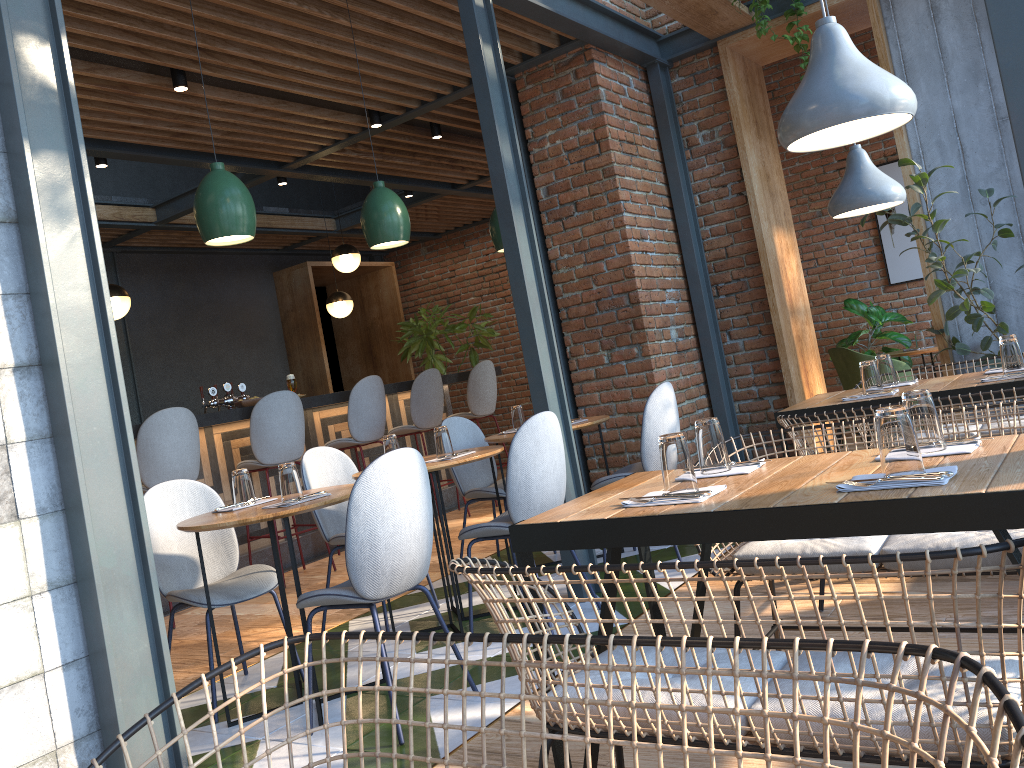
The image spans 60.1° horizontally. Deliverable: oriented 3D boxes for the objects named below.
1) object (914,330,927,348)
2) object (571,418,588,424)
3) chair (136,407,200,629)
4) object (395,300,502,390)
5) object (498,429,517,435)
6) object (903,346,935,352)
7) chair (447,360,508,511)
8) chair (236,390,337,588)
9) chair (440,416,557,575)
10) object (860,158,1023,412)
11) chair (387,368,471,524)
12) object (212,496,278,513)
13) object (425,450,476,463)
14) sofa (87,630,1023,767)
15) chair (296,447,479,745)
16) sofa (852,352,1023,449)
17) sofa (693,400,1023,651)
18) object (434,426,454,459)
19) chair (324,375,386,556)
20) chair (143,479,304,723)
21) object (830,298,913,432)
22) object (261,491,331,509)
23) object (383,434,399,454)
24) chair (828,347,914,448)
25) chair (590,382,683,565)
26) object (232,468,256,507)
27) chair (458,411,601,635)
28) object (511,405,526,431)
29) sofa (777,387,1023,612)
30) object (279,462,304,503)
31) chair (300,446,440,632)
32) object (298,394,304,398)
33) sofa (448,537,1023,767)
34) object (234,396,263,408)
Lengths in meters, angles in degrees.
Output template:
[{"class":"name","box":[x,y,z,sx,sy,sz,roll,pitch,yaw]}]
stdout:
[{"class":"object","box":[3.210,-0.352,6.967,0.080,0.138,0.080,-9,-2,-34]},{"class":"object","box":[0.287,0.211,4.774,0.157,0.019,0.243,-10,0,38]},{"class":"chair","box":[-2.064,0.781,5.316,0.505,1.245,0.419,-12,-3,40]},{"class":"object","box":[-0.724,0.068,10.148,1.509,2.100,1.086,-12,-2,40]},{"class":"object","box":[0.042,0.255,4.995,0.157,0.019,0.243,-10,0,38]},{"class":"object","box":[3.197,-0.282,6.982,0.157,0.019,0.242,-11,0,-7]},{"class":"chair","box":[-0.307,0.440,7.791,0.505,1.245,0.419,-12,-2,34]},{"class":"chair","box":[-1.567,0.685,5.920,0.420,1.245,0.505,-8,-3,-44]},{"class":"chair","box":[-0.096,0.598,5.106,0.505,0.889,0.419,-12,-2,36]},{"class":"object","box":[2.579,-0.351,4.633,1.062,1.776,1.016,-11,-2,4]},{"class":"chair","box":[-0.731,0.522,7.196,0.505,1.245,0.419,-12,-2,33]},{"class":"object","box":[-1.030,0.463,3.440,0.157,0.019,0.243,-10,0,40]},{"class":"object","box":[-0.284,0.322,3.947,0.157,0.019,0.243,-10,0,32]},{"class":"sofa","box":[-0.007,0.687,0.877,1.087,0.734,0.472,-11,-1,35]},{"class":"chair","box":[-0.483,0.683,3.016,0.505,0.889,0.419,-12,-2,36]},{"class":"sofa","box":[2.172,0.263,4.056,1.087,0.734,0.472,-11,-1,35]},{"class":"sofa","box":[1.068,0.478,2.445,1.087,0.734,0.472,-11,-1,35]},{"class":"object","box":[-0.310,0.259,3.973,0.080,0.138,0.080,-12,-2,45]},{"class":"chair","box":[-1.105,0.585,6.525,0.505,1.245,0.419,-12,-2,31]},{"class":"chair","box":[-1.182,0.810,3.548,0.505,0.889,0.420,-12,-2,41]},{"class":"object","box":[3.188,-0.185,7.796,0.634,1.198,0.712,-10,-2,-5]},{"class":"object","box":[-0.790,0.420,3.212,0.157,0.019,0.243,-10,0,40]},{"class":"object","box":[-0.558,0.304,4.110,0.080,0.138,0.080,-10,-2,-15]},{"class":"chair","box":[2.865,0.072,6.968,0.515,0.820,0.637,-10,-1,-1]},{"class":"chair","box":[0.655,0.462,4.571,0.505,0.889,0.419,-12,-2,31]},{"class":"object","box":[-1.038,0.398,3.411,0.080,0.138,0.080,-11,-2,3]},{"class":"chair","box":[0.019,0.585,3.783,0.505,0.889,0.419,-12,-2,36]},{"class":"object","box":[0.035,0.189,4.967,0.080,0.138,0.080,-10,-2,-19]},{"class":"sofa","box":[1.535,0.387,3.127,1.087,0.734,0.472,-11,-1,35]},{"class":"object","box":[-0.812,0.357,3.238,0.080,0.138,0.080,-11,-2,13]},{"class":"chair","box":[-0.704,0.716,4.297,0.505,0.889,0.419,-12,-2,31]},{"class":"object","box":[-1.655,0.105,6.403,0.163,0.052,0.293,-10,0,43]},{"class":"sofa","box":[0.431,0.601,1.516,1.087,0.734,0.472,-11,-1,35]},{"class":"object","box":[-1.847,0.131,6.222,0.169,0.073,0.167,-10,0,-35]}]
